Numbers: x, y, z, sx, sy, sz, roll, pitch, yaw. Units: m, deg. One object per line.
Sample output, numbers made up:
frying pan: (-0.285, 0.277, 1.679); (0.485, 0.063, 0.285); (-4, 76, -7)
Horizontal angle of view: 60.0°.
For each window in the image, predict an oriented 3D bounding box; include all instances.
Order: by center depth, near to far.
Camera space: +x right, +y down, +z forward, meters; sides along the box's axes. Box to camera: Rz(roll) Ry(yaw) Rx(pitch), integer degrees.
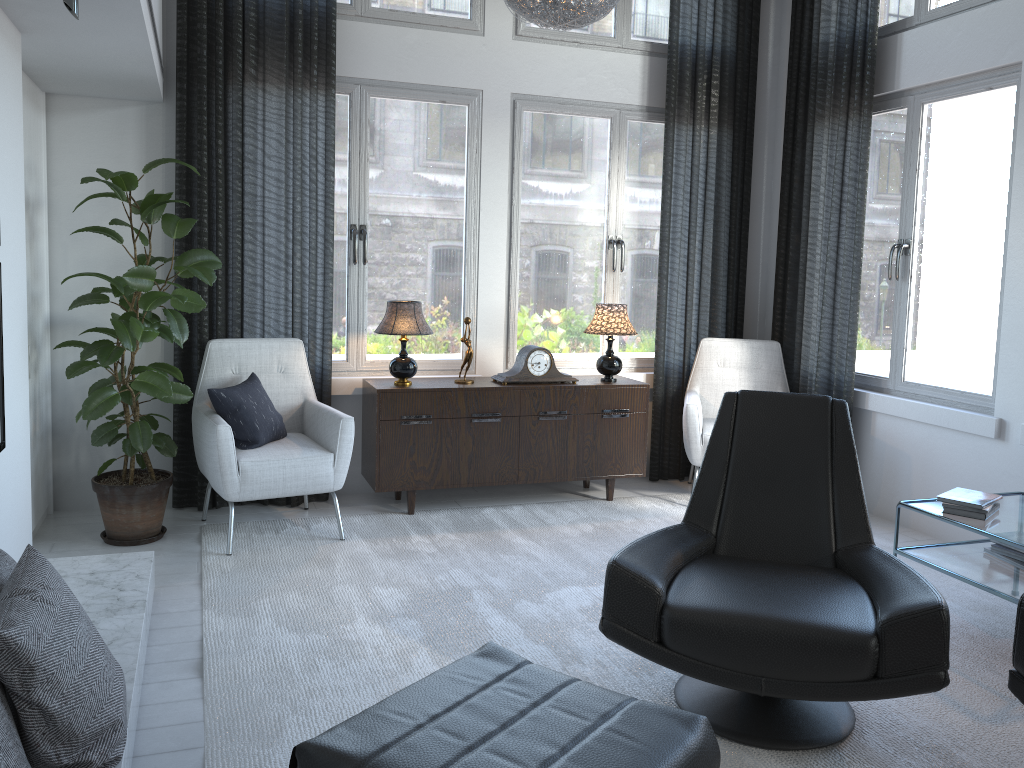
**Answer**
window: (1.917, -1.092, 4.245); (0.133, 2.314, 1.273); (0, 6, -19)
window: (-0.757, -1.189, 4.394); (1.268, 2.314, 0.134); (0, 6, -20)
window: (0.580, -1.213, 4.867); (1.268, 2.314, 0.134); (0, 6, -20)

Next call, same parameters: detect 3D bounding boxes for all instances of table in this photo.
table: (1.701, 0.644, 2.920); (0.593, 0.409, 0.595); (-1, 7, -19)

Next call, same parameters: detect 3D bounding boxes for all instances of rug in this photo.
rug: (1.303, 1.116, 0.787); (2.955, 0.032, 7.802); (-1, 8, -19)

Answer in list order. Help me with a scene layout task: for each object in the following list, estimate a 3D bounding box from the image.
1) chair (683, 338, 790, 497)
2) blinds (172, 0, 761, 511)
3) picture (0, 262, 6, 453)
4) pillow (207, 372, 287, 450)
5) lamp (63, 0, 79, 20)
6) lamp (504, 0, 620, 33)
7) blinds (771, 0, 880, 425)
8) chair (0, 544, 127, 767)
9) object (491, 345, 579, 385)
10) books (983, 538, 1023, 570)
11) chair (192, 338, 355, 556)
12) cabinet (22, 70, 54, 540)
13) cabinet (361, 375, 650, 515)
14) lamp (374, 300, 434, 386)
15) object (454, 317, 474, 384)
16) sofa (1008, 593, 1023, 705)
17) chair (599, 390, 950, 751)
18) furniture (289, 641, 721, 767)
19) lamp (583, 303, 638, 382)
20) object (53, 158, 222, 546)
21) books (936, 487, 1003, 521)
chair: (1.199, 0.192, 4.668); (0.594, 0.820, 0.615); (3, 6, 10)
blinds: (-0.049, -1.063, 4.518); (3.212, 3.265, 0.189); (-1, 6, -20)
picture: (-1.300, -0.025, 2.105); (0.020, 0.521, 0.794); (0, 7, -19)
pillow: (-1.137, 0.117, 3.840); (0.252, 0.294, 0.358); (2, 7, 7)
lamp: (-0.470, -0.726, 0.376); (0.053, 0.081, 4.271); (0, 8, -19)
lamp: (0.190, -1.887, 3.049); (0.512, 1.301, 0.516); (-1, 6, -25)
blinds: (2.011, -0.875, 3.553); (0.189, 3.265, 3.225); (0, 7, -20)
chair: (-0.943, 0.610, 1.647); (0.391, 0.429, 1.342); (-1, 8, -19)
object: (0.116, -0.101, 4.451); (0.406, 0.180, 0.181); (-1, 7, -19)
books: (1.739, 0.573, 2.994); (0.177, 0.053, 0.231); (0, 8, -15)
chair: (-1.060, 0.231, 3.884); (0.594, 0.820, 0.615); (-2, 7, -29)
cabinet: (-1.969, -0.264, 3.409); (0.191, 1.888, 1.177); (0, 6, -19)
cabinet: (-0.027, 0.291, 4.476); (1.399, 0.610, 0.387); (-1, 7, -19)
lamp: (-0.514, -0.194, 4.203); (0.280, 0.396, 0.282); (2, 6, 6)
object: (-0.230, -0.167, 4.337); (0.096, 0.323, 0.097); (0, 6, -20)
sofa: (1.970, 0.737, 1.456); (0.936, 0.614, 1.913); (-1, 8, -19)
chair: (0.735, 0.465, 2.495); (0.841, 0.807, 0.807); (4, 7, 18)
furniture: (-0.013, 0.790, 1.597); (0.615, 0.376, 0.600); (6, 8, 34)
lamp: (0.505, -0.213, 4.564); (0.280, 0.396, 0.282); (2, 6, 6)
object: (-1.511, -0.126, 3.594); (0.937, 1.583, 0.641); (5, 6, 26)
books: (1.546, 0.404, 2.994); (0.161, 0.049, 0.215); (8, 10, 42)
